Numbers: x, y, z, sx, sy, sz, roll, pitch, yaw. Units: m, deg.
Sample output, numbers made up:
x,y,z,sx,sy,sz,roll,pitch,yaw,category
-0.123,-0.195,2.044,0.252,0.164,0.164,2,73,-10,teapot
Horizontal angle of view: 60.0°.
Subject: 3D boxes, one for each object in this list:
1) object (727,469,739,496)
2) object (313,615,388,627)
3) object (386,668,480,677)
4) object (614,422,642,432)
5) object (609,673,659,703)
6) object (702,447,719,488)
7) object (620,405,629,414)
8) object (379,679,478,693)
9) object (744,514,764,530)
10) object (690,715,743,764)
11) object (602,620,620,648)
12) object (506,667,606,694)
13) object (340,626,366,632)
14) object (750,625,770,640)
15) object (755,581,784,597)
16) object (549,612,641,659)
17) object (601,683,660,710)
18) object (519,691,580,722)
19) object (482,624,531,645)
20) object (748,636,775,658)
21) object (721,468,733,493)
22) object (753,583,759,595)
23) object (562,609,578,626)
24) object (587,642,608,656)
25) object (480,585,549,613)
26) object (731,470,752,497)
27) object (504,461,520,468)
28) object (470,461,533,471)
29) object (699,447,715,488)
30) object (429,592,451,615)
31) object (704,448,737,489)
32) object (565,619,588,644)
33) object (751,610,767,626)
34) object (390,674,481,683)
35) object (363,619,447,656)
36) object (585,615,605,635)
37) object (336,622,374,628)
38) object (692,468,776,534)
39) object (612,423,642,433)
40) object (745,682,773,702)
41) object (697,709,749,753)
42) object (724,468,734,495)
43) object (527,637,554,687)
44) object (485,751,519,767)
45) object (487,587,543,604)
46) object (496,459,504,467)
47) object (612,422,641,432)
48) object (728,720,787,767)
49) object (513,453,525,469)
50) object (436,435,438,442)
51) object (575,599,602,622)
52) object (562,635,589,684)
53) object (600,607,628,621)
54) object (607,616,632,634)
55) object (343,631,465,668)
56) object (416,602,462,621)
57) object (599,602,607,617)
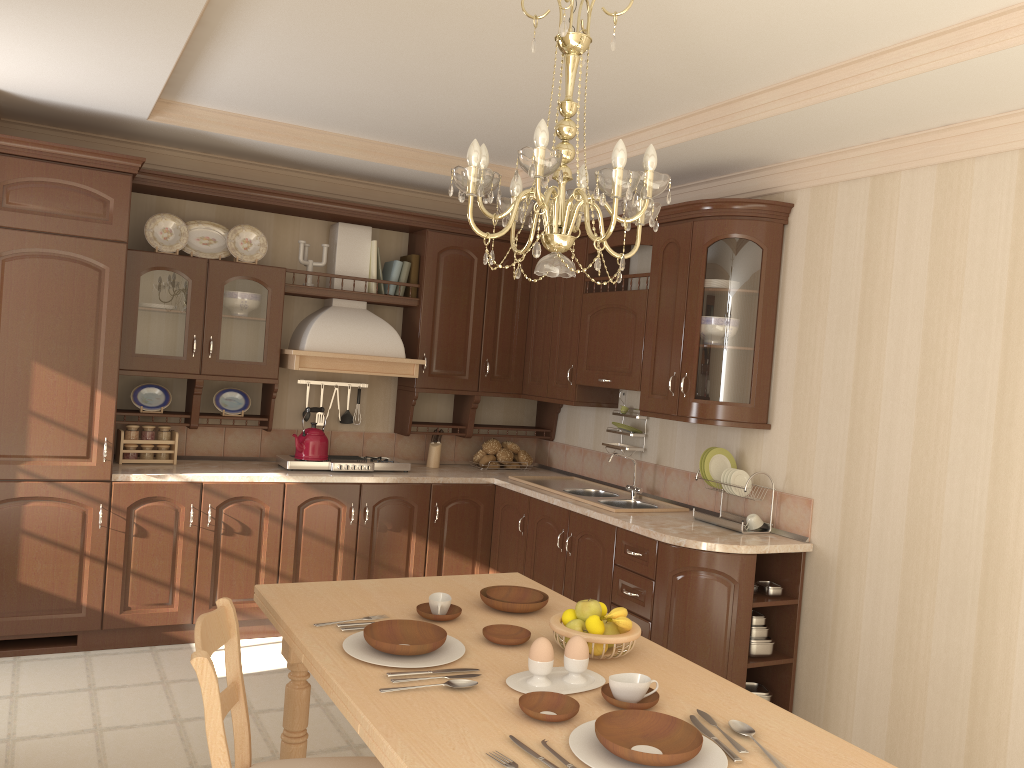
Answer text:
x,y,z,sx,sy,sz,roll,pitch,yaw,category
1.024,0.447,4.022,0.123,0.119,0.034,4,1,-28,object
-0.427,0.631,2.367,0.218,0.004,0.028,4,2,-38,object
-0.179,0.656,2.023,0.221,0.008,0.023,4,1,-23,object
0.633,0.237,4.872,0.167,0.051,0.174,4,1,-28,object
0.265,0.667,1.931,0.119,0.055,0.063,4,1,-14,object
0.964,0.392,4.148,0.193,0.188,0.047,4,1,-27,object
0.631,0.145,4.963,0.044,0.051,0.049,5,1,30,object
-0.179,0.657,1.926,0.219,0.011,0.047,4,1,-19,object
1.087,0.618,3.969,0.073,0.072,0.085,5,1,26,object
0.400,0.707,1.776,0.023,0.008,0.221,4,1,-13,object
0.237,0.639,2.266,0.076,0.065,0.077,5,2,38,object
0.100,0.679,2.024,0.245,0.005,0.157,4,1,-31,object
-0.342,0.637,2.323,0.218,0.008,0.022,4,1,-26,object
1.038,1.061,3.847,0.106,0.057,0.152,4,1,-17,object
1.115,0.888,3.847,0.084,0.045,0.120,4,1,-17,object
0.211,0.648,2.275,0.235,0.068,0.235,5,1,19,object
0.256,0.683,1.929,0.126,0.026,0.127,4,2,-37,object
0.076,0.671,1.832,0.126,0.026,0.127,4,2,-37,object
-0.014,0.654,2.296,0.127,0.026,0.126,5,1,27,object
1.034,1.120,3.848,0.145,0.077,0.208,4,1,-17,object
1.005,0.445,4.060,0.123,0.119,0.034,4,1,-28,object
0.999,0.879,3.834,0.084,0.045,0.120,3,2,-42,object
0.151,0.608,2.300,0.045,0.047,0.055,5,1,4,object
0.212,0.654,2.211,0.055,0.046,0.046,5,1,5,object
0.005,0.641,2.616,0.204,0.042,0.204,5,1,11,object
1.034,0.448,4.003,0.123,0.119,0.034,4,1,-28,object
-0.001,0.510,5.575,0.103,0.060,0.105,4,1,-33,object
-0.067,0.505,5.567,0.364,0.060,0.199,4,1,-28,object
0.955,0.391,4.164,0.193,0.188,0.047,4,1,-27,object
-0.201,0.620,2.453,0.063,0.055,0.119,5,1,1,object
0.972,0.393,4.131,0.193,0.188,0.047,4,1,-27,object
0.165,0.634,2.246,0.072,0.076,0.074,5,2,37,object
1.042,1.014,3.846,0.084,0.045,0.120,4,1,-17,object
-0.167,0.660,1.990,0.216,0.004,0.022,4,1,-23,object
-0.262,0.627,2.171,0.204,0.042,0.204,4,1,-28,object
0.208,0.606,2.220,0.045,0.053,0.051,3,2,-40,object
-0.363,0.635,2.355,0.212,0.008,0.018,4,1,-29,object
1.008,0.513,4.044,0.172,0.275,0.359,4,1,-27,object
0.631,0.243,4.871,0.167,0.051,0.174,4,1,-28,object
1.016,1.353,3.854,0.208,0.077,0.145,4,1,-3,object
0.428,0.710,1.821,0.022,0.004,0.216,4,1,-13,object
1.015,0.446,4.041,0.123,0.119,0.034,4,1,-26,object
0.066,0.626,2.011,0.058,0.104,0.058,6,2,40,object
0.028,0.685,1.548,0.028,0.004,0.218,4,2,-38,object
0.007,0.637,2.615,0.168,0.034,0.168,4,1,-17,object
-0.050,0.482,5.608,0.098,0.094,0.114,6,2,42,object
0.632,0.240,4.872,0.167,0.051,0.174,4,1,-28,object
0.486,0.713,1.754,0.047,0.011,0.219,4,1,-12,object
0.035,0.487,5.643,0.091,0.100,0.125,4,1,-33,object
-0.465,0.366,5.467,0.016,0.158,0.051,5,1,25,object
0.196,0.585,2.280,0.068,0.061,0.069,4,1,-12,object
0.148,0.632,2.046,0.058,0.104,0.058,6,2,40,object
0.260,0.600,2.262,0.066,0.085,0.184,5,1,10,object
0.272,0.620,2.247,0.064,0.094,0.176,5,1,9,object
-0.263,0.645,2.170,0.299,0.009,0.299,4,1,-30,object
-0.203,0.636,2.460,0.126,0.026,0.127,4,1,-1,object
0.223,0.594,2.326,0.054,0.046,0.047,5,1,13,object
